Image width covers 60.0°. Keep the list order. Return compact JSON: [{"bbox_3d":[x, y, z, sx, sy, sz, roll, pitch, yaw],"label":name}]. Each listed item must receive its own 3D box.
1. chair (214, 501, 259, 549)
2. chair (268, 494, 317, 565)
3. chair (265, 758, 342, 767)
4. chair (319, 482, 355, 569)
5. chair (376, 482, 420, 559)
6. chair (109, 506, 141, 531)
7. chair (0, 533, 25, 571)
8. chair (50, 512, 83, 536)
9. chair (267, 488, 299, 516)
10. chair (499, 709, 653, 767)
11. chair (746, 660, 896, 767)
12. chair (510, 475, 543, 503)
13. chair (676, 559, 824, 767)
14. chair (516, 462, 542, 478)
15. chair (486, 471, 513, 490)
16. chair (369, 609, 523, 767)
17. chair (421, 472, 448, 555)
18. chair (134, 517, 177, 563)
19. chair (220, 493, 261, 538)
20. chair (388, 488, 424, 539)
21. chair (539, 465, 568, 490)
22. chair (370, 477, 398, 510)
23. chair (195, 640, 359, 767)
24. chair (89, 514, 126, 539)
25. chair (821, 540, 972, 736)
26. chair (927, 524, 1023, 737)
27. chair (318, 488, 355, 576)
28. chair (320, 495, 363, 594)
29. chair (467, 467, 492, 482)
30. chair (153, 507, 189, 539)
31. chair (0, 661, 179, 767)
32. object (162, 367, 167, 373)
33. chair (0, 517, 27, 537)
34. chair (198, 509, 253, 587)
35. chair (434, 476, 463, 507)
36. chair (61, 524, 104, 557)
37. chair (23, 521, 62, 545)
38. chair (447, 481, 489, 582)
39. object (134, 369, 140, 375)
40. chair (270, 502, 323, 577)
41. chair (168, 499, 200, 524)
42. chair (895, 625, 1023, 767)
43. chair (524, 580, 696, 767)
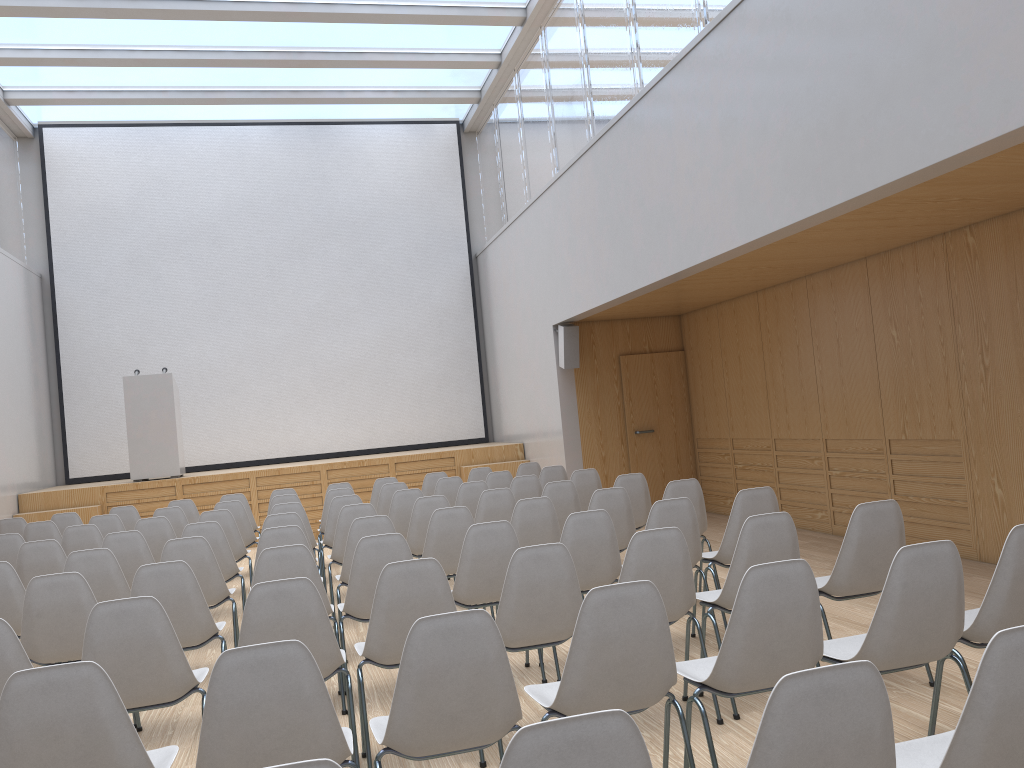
[{"bbox_3d":[-2.603,1.517,8.295,0.479,0.876,0.506,-5,-2,-14],"label":"chair"},{"bbox_3d":[-2.129,1.478,8.457,0.479,0.876,0.506,-5,-2,-14],"label":"chair"},{"bbox_3d":[-0.414,1.077,1.681,0.479,0.876,0.506,-5,-2,-14],"label":"chair"},{"bbox_3d":[-1.832,1.488,9.521,0.479,0.876,0.506,-5,-2,-14],"label":"chair"},{"bbox_3d":[-1.149,1.396,8.706,0.479,0.876,0.506,-5,-2,-14],"label":"chair"},{"bbox_3d":[-3.874,1.661,9.002,0.479,0.876,0.506,-5,-2,-14],"label":"chair"},{"bbox_3d":[-3.867,1.587,6.943,0.479,0.876,0.506,-5,-2,-14],"label":"chair"},{"bbox_3d":[-4.364,1.700,8.835,0.479,0.876,0.506,-5,-2,-14],"label":"chair"},{"bbox_3d":[-2.387,1.536,9.402,0.479,0.876,0.506,-5,-2,-14],"label":"chair"},{"bbox_3d":[0.086,1.034,1.788,0.479,0.876,0.506,-5,-2,-14],"label":"chair"},{"bbox_3d":[0.586,0.992,1.935,0.479,0.876,0.506,-5,-2,-14],"label":"chair"},{"bbox_3d":[0.096,1.255,8.021,0.479,0.876,0.506,-5,-2,-14],"label":"chair"},{"bbox_3d":[0.817,1.010,3.024,0.479,0.876,0.506,-5,-2,-14],"label":"chair"},{"bbox_3d":[0.168,1.321,10.071,0.479,0.876,0.506,-5,-2,-14],"label":"chair"},{"bbox_3d":[-0.147,1.312,8.980,0.479,0.876,0.506,-5,-2,-14],"label":"chair"},{"bbox_3d":[-0.191,1.093,2.726,0.479,0.876,0.506,-5,-2,-14],"label":"chair"},{"bbox_3d":[-0.845,1.407,9.814,0.479,0.876,0.506,-5,-2,-14],"label":"chair"},{"bbox_3d":[-2.860,1.503,7.221,0.479,0.876,0.506,-5,-2,-14],"label":"chair"},{"bbox_3d":[-2.887,1.580,9.324,0.479,0.876,0.506,-5,-2,-14],"label":"chair"},{"bbox_3d":[-0.900,1.336,7.697,0.479,0.876,0.506,-5,-2,-14],"label":"chair"},{"bbox_3d":[0.387,1.265,9.055,0.479,0.876,0.506,-5,-2,-14],"label":"chair"},{"bbox_3d":[-1.368,1.451,9.700,0.479,0.876,0.506,-5,-2,-14],"label":"chair"},{"bbox_3d":[-0.679,1.133,2.560,0.479,0.876,0.506,-5,-2,-14],"label":"chair"},{"bbox_3d":[-3.613,1.602,8.038,0.479,0.876,0.506,-5,-2,-14],"label":"chair"},{"bbox_3d":[1.327,0.965,3.112,0.479,0.876,0.506,-5,-2,-14],"label":"chair"},{"bbox_3d":[1.801,0.928,3.303,0.479,0.876,0.506,-5,-2,-14],"label":"chair"},{"bbox_3d":[-1.647,1.439,8.609,0.479,0.876,0.506,-5,-2,-14],"label":"chair"},{"bbox_3d":[-1.408,1.381,7.629,0.479,0.876,0.506,-5,-2,-14],"label":"chair"},{"bbox_3d":[-0.364,1.367,9.965,0.479,0.876,0.506,-5,-2,-14],"label":"chair"},{"bbox_3d":[-3.123,1.563,8.223,0.479,0.876,0.506,-5,-2,-14],"label":"chair"},{"bbox_3d":[-1.213,1.182,2.537,0.479,0.876,0.506,-5,-2,-14],"label":"chair"},{"bbox_3d":[-4.619,-0.079,11.831,0.166,0.305,0.252,-4,-3,-42],"label":"object"},{"bbox_3d":[-4.860,1.745,8.793,0.479,0.876,0.506,-5,-2,-14],"label":"chair"},{"bbox_3d":[-2.407,1.465,7.356,0.479,0.876,0.506,-5,-2,-14],"label":"chair"},{"bbox_3d":[-0.626,1.350,8.798,0.479,0.876,0.506,-5,-2,-14],"label":"chair"},{"bbox_3d":[-3.383,1.548,7.137,0.479,0.876,0.506,-5,-2,-14],"label":"chair"},{"bbox_3d":[-4.133,1.647,7.948,0.479,0.876,0.506,-5,-2,-14],"label":"chair"},{"bbox_3d":[-0.355,1.292,7.878,0.479,0.876,0.506,-5,-2,-14],"label":"chair"},{"bbox_3d":[-4.955,-0.050,11.745,0.166,0.305,0.252,-4,-3,-42],"label":"object"},{"bbox_3d":[-1.846,1.415,7.415,0.479,0.876,0.506,-5,-2,-14],"label":"chair"},{"bbox_3d":[-3.363,1.619,9.174,0.479,0.876,0.506,-5,-2,-14],"label":"chair"},{"bbox_3d":[1.077,0.952,2.089,0.479,0.876,0.506,-5,-2,-14],"label":"chair"},{"bbox_3d":[0.309,1.053,2.914,0.479,0.876,0.506,-5,-2,-14],"label":"chair"}]
